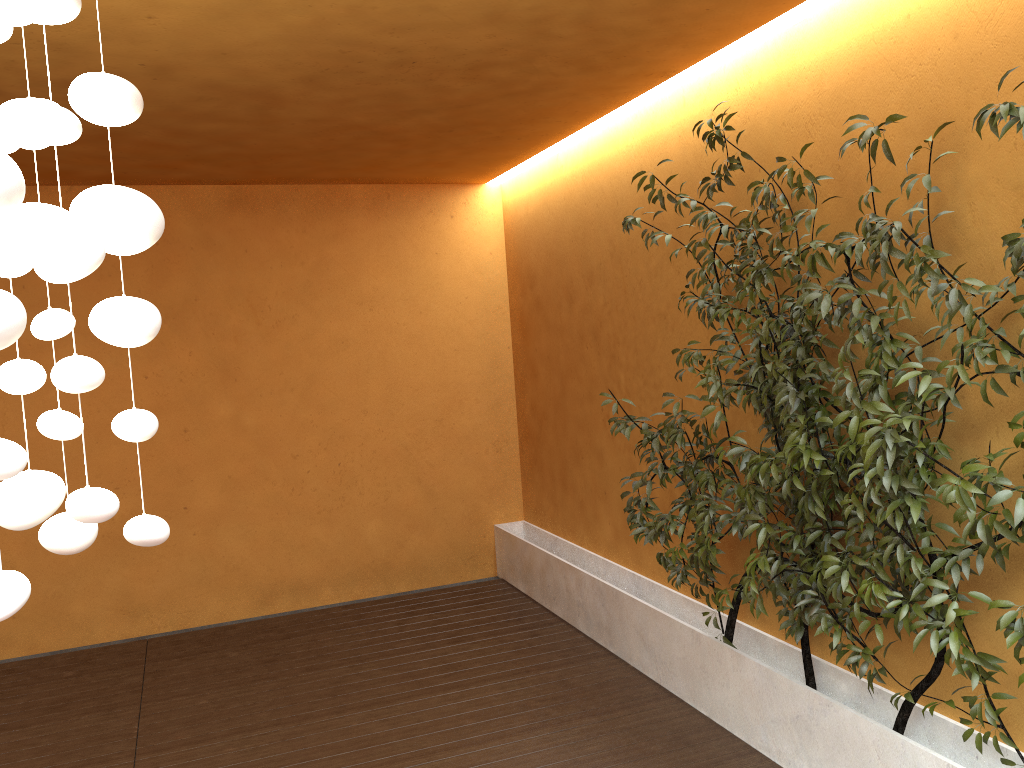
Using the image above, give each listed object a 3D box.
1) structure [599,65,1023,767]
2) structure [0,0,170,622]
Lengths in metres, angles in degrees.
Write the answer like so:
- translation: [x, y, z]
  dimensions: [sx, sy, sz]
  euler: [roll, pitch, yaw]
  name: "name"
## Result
- translation: [1.181, 0.082, 2.941]
  dimensions: [0.622, 2.483, 3.166]
  euler: [-5, 3, -21]
  name: "structure"
- translation: [-0.927, -0.415, 1.419]
  dimensions: [1.002, 1.529, 1.002]
  euler: [-2, 3, 28]
  name: "structure"
